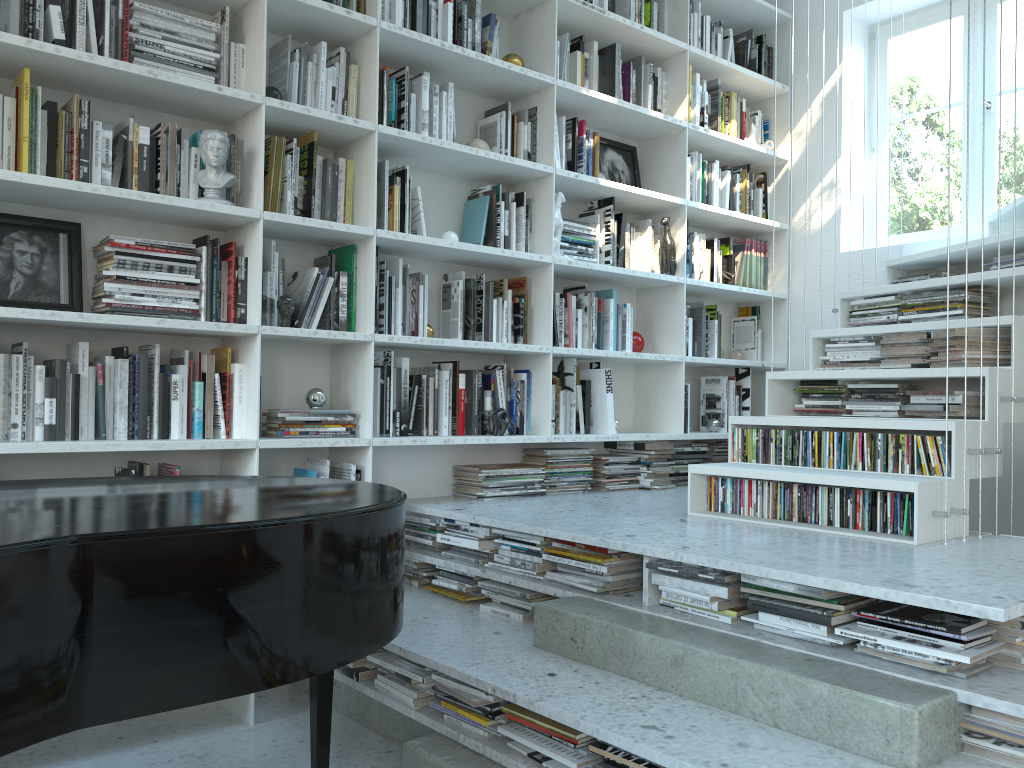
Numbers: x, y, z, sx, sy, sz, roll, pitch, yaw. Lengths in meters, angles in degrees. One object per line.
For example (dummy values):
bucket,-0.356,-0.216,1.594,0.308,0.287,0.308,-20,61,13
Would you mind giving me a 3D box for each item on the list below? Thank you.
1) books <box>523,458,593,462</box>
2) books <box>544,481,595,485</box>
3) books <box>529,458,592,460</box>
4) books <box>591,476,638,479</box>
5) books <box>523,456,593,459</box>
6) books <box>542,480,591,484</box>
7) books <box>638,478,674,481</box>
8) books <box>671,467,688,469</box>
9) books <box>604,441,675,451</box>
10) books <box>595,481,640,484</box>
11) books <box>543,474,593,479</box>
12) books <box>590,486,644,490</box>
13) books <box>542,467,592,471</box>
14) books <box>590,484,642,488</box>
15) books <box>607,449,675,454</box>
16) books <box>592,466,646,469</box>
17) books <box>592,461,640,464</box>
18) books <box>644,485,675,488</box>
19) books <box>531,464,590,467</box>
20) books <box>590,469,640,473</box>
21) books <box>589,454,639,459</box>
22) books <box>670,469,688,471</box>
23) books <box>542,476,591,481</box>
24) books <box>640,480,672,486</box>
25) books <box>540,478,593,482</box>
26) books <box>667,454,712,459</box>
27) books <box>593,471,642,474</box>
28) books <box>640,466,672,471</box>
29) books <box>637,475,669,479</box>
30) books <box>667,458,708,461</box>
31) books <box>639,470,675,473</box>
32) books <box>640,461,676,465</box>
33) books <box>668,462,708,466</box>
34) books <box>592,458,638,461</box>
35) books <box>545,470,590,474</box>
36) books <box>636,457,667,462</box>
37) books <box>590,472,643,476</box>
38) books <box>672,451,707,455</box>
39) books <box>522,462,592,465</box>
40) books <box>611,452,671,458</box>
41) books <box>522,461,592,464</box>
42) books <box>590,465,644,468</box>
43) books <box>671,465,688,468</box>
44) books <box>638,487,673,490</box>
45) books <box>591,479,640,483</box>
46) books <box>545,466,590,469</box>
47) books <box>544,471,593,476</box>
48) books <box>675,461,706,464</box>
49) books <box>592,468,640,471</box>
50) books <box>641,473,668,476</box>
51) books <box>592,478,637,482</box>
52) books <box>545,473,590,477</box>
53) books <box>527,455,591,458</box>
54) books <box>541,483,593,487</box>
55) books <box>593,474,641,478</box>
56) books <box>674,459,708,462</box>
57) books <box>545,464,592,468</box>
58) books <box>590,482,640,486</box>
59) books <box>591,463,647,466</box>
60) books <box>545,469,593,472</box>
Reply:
books,0.204,0.334,3.939,0.285,0.005,0.159,2,-2,-43
books,0.207,0.435,3.938,0.285,0.007,0.159,2,-2,-34
books,0.207,0.329,3.941,0.254,0.006,0.161,2,-2,-35
books,0.488,0.432,4.179,0.328,0.008,0.207,2,-2,-37
books,0.205,0.323,3.943,0.285,0.005,0.159,2,-2,-42
books,0.206,0.428,3.940,0.254,0.007,0.161,2,-2,-43
books,0.611,0.447,4.230,0.168,0.008,0.281,2,-2,-43
books,0.794,0.412,4.425,0.315,0.009,0.199,2,-2,-35
books,0.605,0.291,4.225,0.204,0.035,0.267,2,-2,-38
books,0.484,0.455,4.183,0.328,0.008,0.207,2,-2,-39
books,0.206,0.407,3.940,0.285,0.007,0.159,2,-2,-43
books,0.491,0.477,4.174,0.328,0.008,0.207,2,-2,-43
books,0.200,0.373,3.948,0.285,0.007,0.159,2,-2,-39
books,0.490,0.470,4.177,0.328,0.008,0.207,2,-2,-36
books,0.616,0.320,4.234,0.159,0.012,0.285,2,-2,-43
books,0.489,0.387,4.179,0.328,0.008,0.207,2,-2,-37
books,0.489,0.363,4.179,0.328,0.008,0.207,2,-2,-37
books,0.624,0.480,4.241,0.131,0.008,0.292,2,-2,-43
books,0.200,0.355,3.944,0.254,0.006,0.161,2,-2,-40
books,0.490,0.402,4.177,0.368,0.007,0.205,2,-2,-36
books,0.489,0.340,4.180,0.368,0.007,0.205,2,-2,-37
books,0.792,0.421,4.426,0.354,0.009,0.198,2,-2,-42
books,0.205,0.414,3.940,0.254,0.007,0.161,2,-2,-43
books,0.620,0.464,4.237,0.160,0.025,0.244,2,-2,-40
books,0.203,0.421,3.944,0.285,0.007,0.159,2,-2,-37
books,0.798,0.357,4.424,0.354,0.017,0.198,2,-2,-34
books,0.487,0.409,4.181,0.328,0.008,0.207,2,-2,-38
books,0.620,0.396,4.238,0.165,0.014,0.235,2,-2,-39
books,0.612,0.436,4.231,0.183,0.012,0.206,2,-2,-40
books,0.791,0.369,4.429,0.354,0.009,0.198,2,-2,-41
books,0.617,0.407,4.235,0.158,0.008,0.292,2,-2,-36
books,0.617,0.369,4.235,0.169,0.010,0.282,2,-2,-40
books,0.796,0.395,4.423,0.315,0.009,0.199,2,-2,-34
books,0.495,0.348,4.172,0.368,0.007,0.205,2,-2,-44
books,0.202,0.386,3.945,0.254,0.007,0.161,2,-2,-38
books,0.612,0.355,4.231,0.173,0.019,0.196,2,-2,-34
books,0.486,0.417,4.181,0.368,0.007,0.205,2,-2,-38
books,0.796,0.339,4.427,0.315,0.018,0.199,2,-2,-43
books,0.200,0.350,3.944,0.285,0.005,0.159,2,-2,-38
books,0.617,0.338,4.235,0.165,0.015,0.243,2,-2,-36
books,0.200,0.345,3.944,0.285,0.005,0.159,2,-2,-40
books,0.487,0.379,4.182,0.368,0.007,0.205,2,-2,-40
books,0.793,0.404,4.427,0.354,0.009,0.198,2,-2,-36
books,0.616,0.490,4.234,0.159,0.012,0.278,2,-2,-36
books,0.486,0.447,4.181,0.328,0.008,0.207,2,-2,-40
books,0.198,0.366,3.945,0.254,0.006,0.161,2,-2,-39
books,0.207,0.393,3.938,0.285,0.007,0.159,2,-2,-44
books,0.793,0.386,4.427,0.315,0.009,0.199,2,-2,-42
books,0.490,0.394,4.177,0.328,0.008,0.207,2,-2,-42
books,0.622,0.424,4.239,0.149,0.013,0.209,2,-2,-36
books,0.490,0.439,4.176,0.368,0.007,0.205,2,-2,-42
books,0.201,0.400,3.945,0.254,0.007,0.161,2,-2,-38
books,0.208,0.318,3.940,0.254,0.006,0.161,2,-2,-44
books,0.204,0.441,3.938,0.285,0.007,0.159,2,-2,-43
books,0.488,0.424,4.179,0.328,0.008,0.207,2,-2,-41
books,0.793,0.378,4.427,0.354,0.009,0.198,2,-2,-42
books,0.201,0.361,3.942,0.285,0.005,0.159,2,-2,-41
books,0.486,0.462,4.181,0.368,0.007,0.205,2,-2,-38
books,0.494,0.371,4.173,0.328,0.008,0.207,2,-2,-34
books,0.201,0.380,3.946,0.285,0.007,0.159,2,-2,-38
